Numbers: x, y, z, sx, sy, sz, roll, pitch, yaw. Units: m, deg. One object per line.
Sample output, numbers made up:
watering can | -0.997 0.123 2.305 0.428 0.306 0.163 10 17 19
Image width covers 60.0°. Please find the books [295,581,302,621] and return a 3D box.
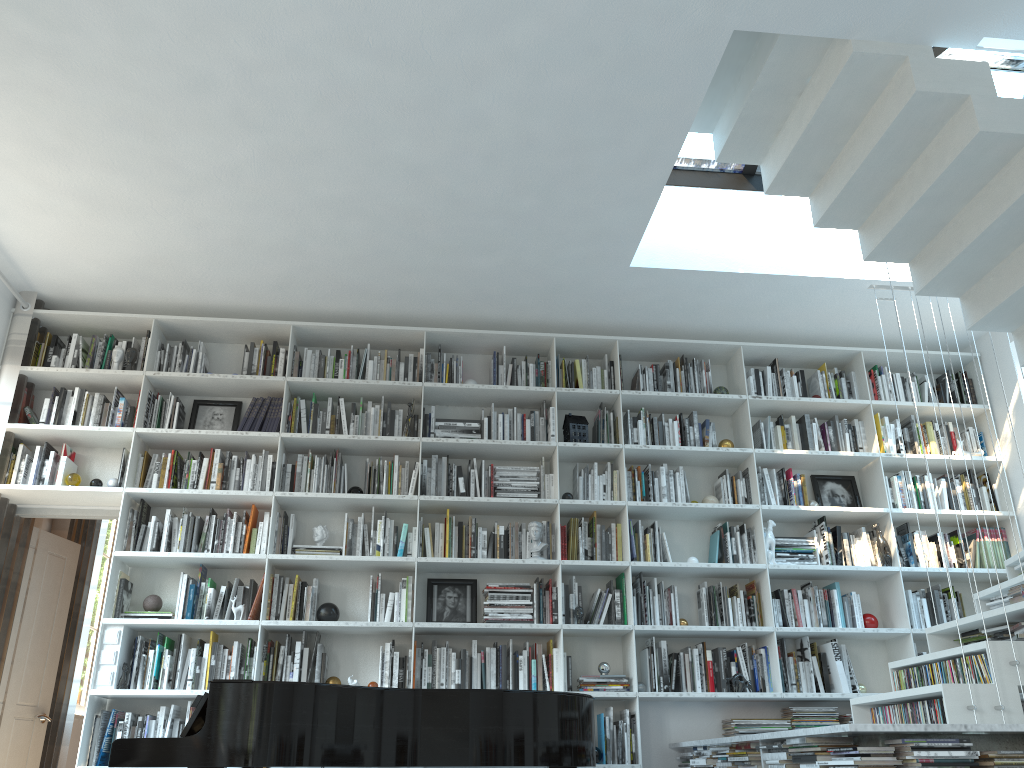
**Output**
books | -1.232 1.281 5.138 0.014 0.242 0.153 2 -23 -6

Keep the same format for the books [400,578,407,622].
books | -0.637 1.291 5.200 0.027 0.268 0.179 2 -23 -6

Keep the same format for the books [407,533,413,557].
books | -0.616 1.001 5.339 0.027 0.180 0.142 2 -23 -6

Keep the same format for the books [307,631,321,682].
books | -1.125 1.578 5.015 0.050 0.326 0.167 2 -23 -6

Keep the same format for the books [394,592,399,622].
books | -0.674 1.329 5.184 0.024 0.187 0.173 2 -23 -6

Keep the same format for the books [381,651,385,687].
books | -0.735 1.649 5.053 0.015 0.224 0.148 2 -23 -6

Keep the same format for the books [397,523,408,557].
books | -0.658 0.970 5.327 0.060 0.226 0.180 2 -23 -6

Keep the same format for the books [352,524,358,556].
books | -0.941 0.970 5.323 0.024 0.226 0.138 2 -23 -6

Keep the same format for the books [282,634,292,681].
books | -1.269 1.579 4.998 0.014 0.312 0.167 2 -23 -6

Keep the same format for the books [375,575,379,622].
books | -0.791 1.279 5.199 0.011 0.290 0.156 2 -23 -6

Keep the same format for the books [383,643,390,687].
books | -0.712 1.622 5.048 0.027 0.268 0.159 2 -23 -6

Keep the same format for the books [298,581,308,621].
books | -1.213 1.286 5.156 0.028 0.246 0.143 2 -23 -6

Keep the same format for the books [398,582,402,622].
books | -0.656 1.299 5.187 0.012 0.243 0.171 2 -23 -6

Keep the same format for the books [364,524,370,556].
books | -0.870 0.970 5.320 0.048 0.224 0.150 2 -23 -6

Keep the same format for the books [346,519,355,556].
books | -0.964 0.948 5.298 0.030 0.246 0.175 2 -23 -6

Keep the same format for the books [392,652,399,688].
books | -0.661 1.647 5.045 0.029 0.220 0.154 2 -23 -6

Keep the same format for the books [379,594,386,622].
books | -0.759 1.332 5.184 0.030 0.182 0.155 2 -23 -6

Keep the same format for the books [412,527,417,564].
books | -0.590 0.986 5.351 0.026 0.216 0.127 2 -23 -6

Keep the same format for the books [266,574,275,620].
books | -1.395 1.259 5.137 0.012 0.284 0.160 2 -23 -6

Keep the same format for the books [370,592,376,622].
books | -0.807 1.322 5.166 0.025 0.185 0.154 2 -23 -6

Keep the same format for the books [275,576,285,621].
books | -1.339 1.264 5.137 0.026 0.273 0.155 2 -23 -6

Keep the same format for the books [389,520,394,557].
books | -0.727 0.964 5.347 0.022 0.255 0.153 2 -23 -6

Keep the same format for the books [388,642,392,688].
books | -0.695 1.625 5.064 0.010 0.276 0.156 2 -23 -6

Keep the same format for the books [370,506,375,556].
books | -0.840 0.919 5.336 0.010 0.328 0.174 2 -23 -6

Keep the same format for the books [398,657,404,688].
books | -0.633 1.669 5.061 0.031 0.194 0.142 2 -23 -6

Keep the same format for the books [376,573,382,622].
books | -0.779 1.276 5.199 0.012 0.297 0.166 2 -23 -6

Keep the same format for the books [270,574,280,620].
books | -1.364 1.256 5.132 0.025 0.283 0.146 2 -23 -6

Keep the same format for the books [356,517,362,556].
books | -0.916 0.947 5.319 0.022 0.266 0.152 2 -23 -6

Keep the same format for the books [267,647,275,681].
books | -1.345 1.611 4.977 0.030 0.238 0.157 2 -23 -6

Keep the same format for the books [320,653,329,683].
books | -1.063 1.639 5.010 0.023 0.211 0.160 2 -23 -6

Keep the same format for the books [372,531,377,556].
books | -0.824 0.990 5.323 0.025 0.188 0.140 2 -23 -6

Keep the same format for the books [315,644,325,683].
books | -1.086 1.609 5.004 0.027 0.260 0.164 2 -23 -6

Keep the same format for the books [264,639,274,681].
books | -1.366 1.591 4.986 0.013 0.282 0.147 2 -23 -6

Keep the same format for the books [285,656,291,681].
books | -1.251 1.636 4.981 0.024 0.195 0.157 2 -23 -6

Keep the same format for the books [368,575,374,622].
books | -0.827 1.278 5.188 0.012 0.284 0.160 2 -23 -6

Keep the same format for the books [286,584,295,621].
books | -1.278 1.286 5.131 0.025 0.227 0.153 2 -23 -6

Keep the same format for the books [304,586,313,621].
books | -1.172 1.293 5.132 0.028 0.215 0.176 2 -23 -6

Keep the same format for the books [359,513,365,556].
books | -0.898 0.934 5.314 0.012 0.284 0.168 2 -23 -6

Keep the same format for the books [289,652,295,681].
books | -1.228 1.626 4.984 0.021 0.214 0.172 2 -23 -6

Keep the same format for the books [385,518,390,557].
books | -0.747 0.953 5.327 0.023 0.258 0.171 2 -23 -6

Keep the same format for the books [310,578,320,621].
books | -1.146 1.277 5.158 0.028 0.264 0.145 2 -23 -6

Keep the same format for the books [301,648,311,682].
books | -1.165 1.623 5.008 0.029 0.240 0.136 2 -23 -6

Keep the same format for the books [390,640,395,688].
books | -0.683 1.618 5.064 0.014 0.289 0.132 2 -23 -6

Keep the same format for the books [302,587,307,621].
books | -1.191 1.297 5.132 0.011 0.207 0.181 2 -23 -6

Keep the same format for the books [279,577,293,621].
books | -1.308 1.267 5.131 0.036 0.262 0.167 2 -23 -6

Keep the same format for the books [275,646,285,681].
books | -1.297 1.609 4.984 0.042 0.247 0.163 2 -23 -6

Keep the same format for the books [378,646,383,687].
books | -0.747 1.632 5.050 0.012 0.253 0.161 2 -23 -6

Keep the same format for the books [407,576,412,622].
books | -0.601 1.284 5.200 0.021 0.280 0.162 2 -23 -6

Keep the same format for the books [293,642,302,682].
books | -1.203 1.601 4.994 0.027 0.268 0.186 2 -23 -6

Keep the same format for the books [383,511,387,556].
books | -0.764 0.933 5.333 0.011 0.299 0.179 2 -23 -6

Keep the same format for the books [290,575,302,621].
books | -1.250 1.257 5.123 0.026 0.273 0.191 2 -23 -6

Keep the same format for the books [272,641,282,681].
books | -1.323 1.593 4.978 0.012 0.271 0.182 2 -23 -6

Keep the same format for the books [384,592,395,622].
books | -0.714 1.325 5.176 0.057 0.187 0.156 2 -23 -6

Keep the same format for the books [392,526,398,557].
books | -0.703 0.982 5.343 0.026 0.218 0.150 2 -23 -6

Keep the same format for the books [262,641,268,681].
books | -1.381 1.598 4.992 0.013 0.274 0.148 2 -23 -6

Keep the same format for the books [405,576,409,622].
books | -0.617 1.284 5.195 0.011 0.277 0.188 2 -23 -6

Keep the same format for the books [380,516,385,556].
books | -0.775 0.946 5.317 0.012 0.264 0.193 2 -23 -6

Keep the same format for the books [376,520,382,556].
books | -0.796 0.957 5.320 0.028 0.246 0.171 2 -23 -6

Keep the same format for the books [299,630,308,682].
books | -1.186 1.580 5.033 0.013 0.337 0.138 2 -23 -6
